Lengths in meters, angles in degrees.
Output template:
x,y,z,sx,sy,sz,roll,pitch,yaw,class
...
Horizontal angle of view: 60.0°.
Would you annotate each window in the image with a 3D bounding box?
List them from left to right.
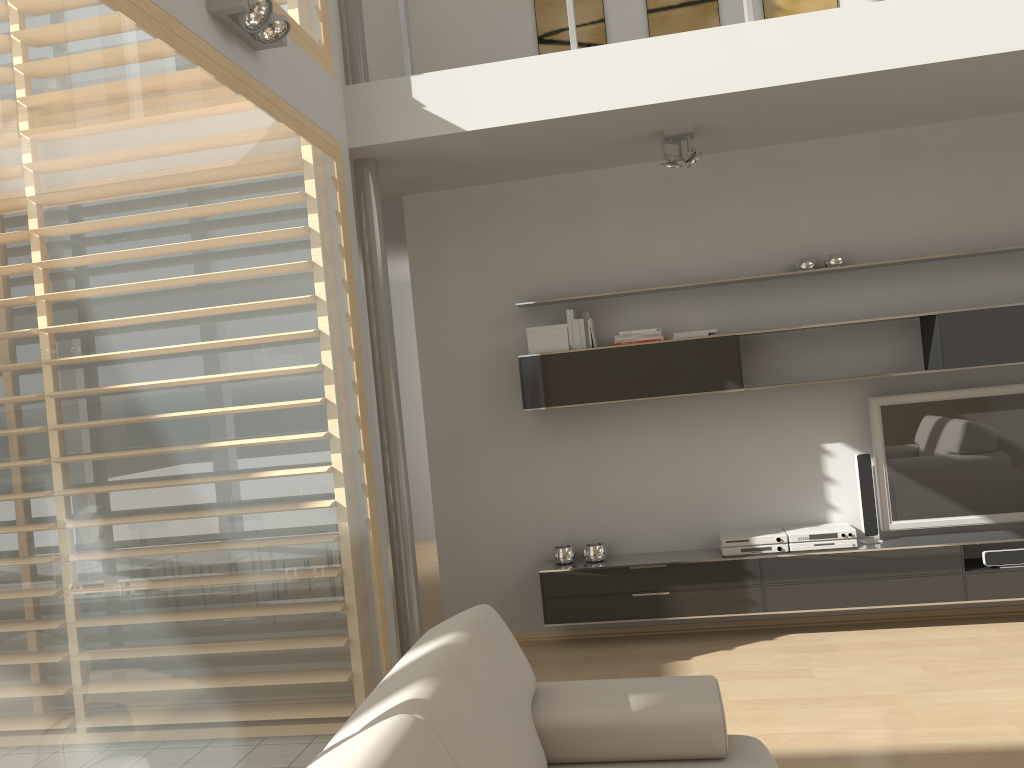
x,y,z,sx,sy,sz,roll,pitch,yaw,class
-1.171,-2.606,2.809,0.020,2.200,2.525,-6,0,9,window
-0.891,0.230,2.788,0.020,2.500,2.525,-6,0,9,window

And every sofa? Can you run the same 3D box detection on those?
x,y,z,sx,sy,sz,roll,pitch,yaw,class
0.060,1.059,1.774,1.168,0.846,2.093,-6,0,9,sofa

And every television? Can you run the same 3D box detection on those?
x,y,z,sx,sy,sz,roll,pitch,yaw,class
2.596,0.378,4.784,1.224,0.735,0.096,-6,0,9,television

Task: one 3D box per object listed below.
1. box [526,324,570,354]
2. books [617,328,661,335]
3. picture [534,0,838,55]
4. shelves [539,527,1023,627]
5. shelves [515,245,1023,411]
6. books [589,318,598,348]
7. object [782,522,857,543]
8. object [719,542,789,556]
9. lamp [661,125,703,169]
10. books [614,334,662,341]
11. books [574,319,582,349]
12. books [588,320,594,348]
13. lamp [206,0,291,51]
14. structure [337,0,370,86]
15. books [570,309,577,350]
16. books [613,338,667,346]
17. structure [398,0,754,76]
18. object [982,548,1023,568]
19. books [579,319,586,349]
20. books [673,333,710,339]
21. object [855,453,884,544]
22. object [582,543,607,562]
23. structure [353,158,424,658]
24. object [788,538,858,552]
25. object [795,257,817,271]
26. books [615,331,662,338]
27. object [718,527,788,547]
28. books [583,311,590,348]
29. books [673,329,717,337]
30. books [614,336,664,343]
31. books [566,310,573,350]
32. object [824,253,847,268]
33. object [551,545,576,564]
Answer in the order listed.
x,y,z,sx,sy,sz,roll,pitch,yaw,class
0.215,-0.250,5.033,0.232,0.149,0.232,-6,0,9,box
0.710,-0.287,4.967,0.227,0.017,0.230,-6,0,4,books
0.900,-2.881,5.068,1.684,1.800,0.010,-6,0,9,picture
2.270,0.983,4.736,4.236,0.312,0.300,-6,0,9,shelves
2.152,-0.210,4.745,4.236,0.914,0.300,-6,0,9,shelves
0.464,-0.284,5.031,0.023,0.169,0.230,-6,0,9,books
1.672,0.812,4.832,0.349,0.049,0.262,-6,0,9,object
1.328,0.895,4.887,0.349,0.049,0.262,-6,0,9,object
0.859,-1.188,4.510,0.214,0.195,0.150,-6,0,9,lamp
0.701,-0.255,4.959,0.254,0.015,0.190,-6,0,5,books
0.381,-0.276,5.034,0.027,0.169,0.230,-6,0,9,books
0.447,-0.277,5.020,0.009,0.156,0.207,-6,0,9,books
-0.887,-1.255,3.080,0.183,0.110,0.360,-6,0,9,lamp
-0.890,-2.621,4.498,0.121,2.400,0.122,-6,0,-3,structure
0.358,-0.303,5.046,0.017,0.227,0.230,-6,0,9,books
0.717,-0.231,4.957,0.297,0.013,0.210,-6,0,9,books
1.811,-2.138,3.909,5.400,0.900,0.080,-6,0,9,structure
2.594,0.897,4.594,0.300,0.092,0.085,-6,0,9,object
0.410,-0.279,5.037,0.027,0.169,0.230,-6,0,9,books
1.001,-0.261,4.926,0.190,0.015,0.254,-6,0,15,books
1.930,0.618,4.824,0.111,0.483,0.116,-6,0,5,object
0.471,0.960,5.053,0.143,0.091,0.143,-6,-1,41,object
-0.610,0.215,4.477,0.121,2.700,0.122,-6,0,-3,structure
1.678,0.861,4.837,0.349,0.049,0.250,-6,0,9,object
1.627,-0.657,4.905,0.115,0.081,0.115,-6,0,-10,object
0.706,-0.271,4.955,0.254,0.015,0.190,-6,0,10,books
1.323,0.847,4.887,0.349,0.049,0.262,-6,0,9,object
0.429,-0.301,5.022,0.021,0.210,0.207,-6,0,9,books
1.011,-0.278,4.920,0.230,0.017,0.227,-6,0,9,books
0.712,-0.243,4.958,0.268,0.011,0.190,-6,0,10,books
0.338,-0.301,5.042,0.017,0.227,0.230,-6,0,9,books
1.765,-0.671,4.840,0.115,0.081,0.115,-6,0,-10,object
0.297,0.978,5.081,0.143,0.091,0.143,-6,-1,41,object
